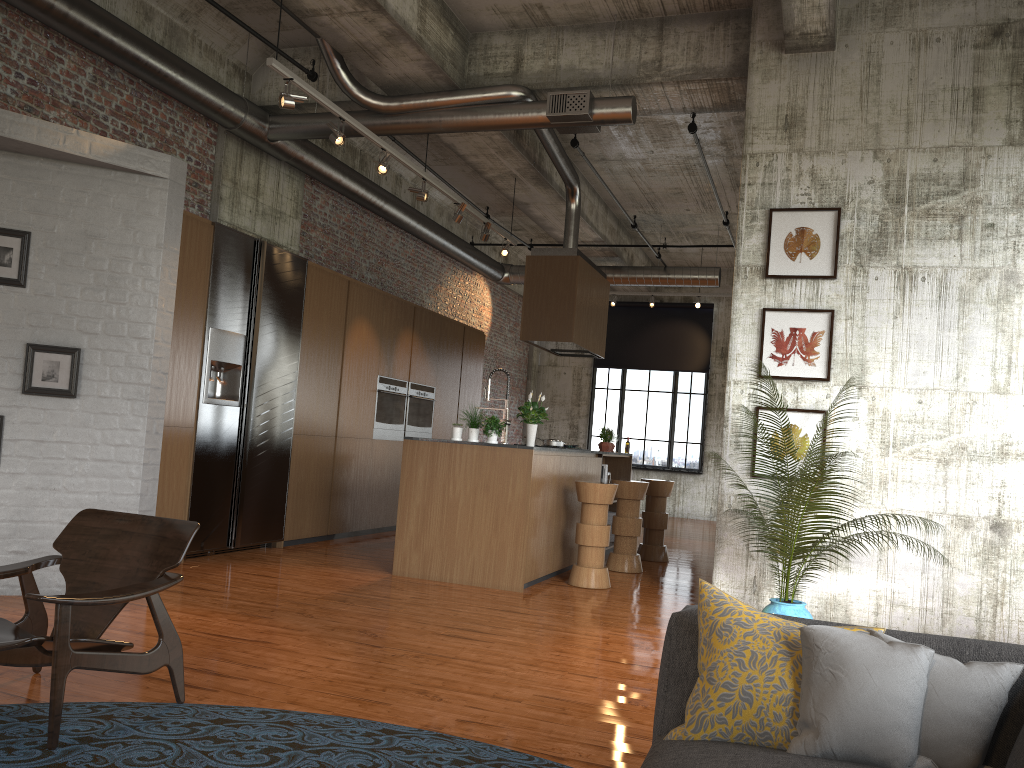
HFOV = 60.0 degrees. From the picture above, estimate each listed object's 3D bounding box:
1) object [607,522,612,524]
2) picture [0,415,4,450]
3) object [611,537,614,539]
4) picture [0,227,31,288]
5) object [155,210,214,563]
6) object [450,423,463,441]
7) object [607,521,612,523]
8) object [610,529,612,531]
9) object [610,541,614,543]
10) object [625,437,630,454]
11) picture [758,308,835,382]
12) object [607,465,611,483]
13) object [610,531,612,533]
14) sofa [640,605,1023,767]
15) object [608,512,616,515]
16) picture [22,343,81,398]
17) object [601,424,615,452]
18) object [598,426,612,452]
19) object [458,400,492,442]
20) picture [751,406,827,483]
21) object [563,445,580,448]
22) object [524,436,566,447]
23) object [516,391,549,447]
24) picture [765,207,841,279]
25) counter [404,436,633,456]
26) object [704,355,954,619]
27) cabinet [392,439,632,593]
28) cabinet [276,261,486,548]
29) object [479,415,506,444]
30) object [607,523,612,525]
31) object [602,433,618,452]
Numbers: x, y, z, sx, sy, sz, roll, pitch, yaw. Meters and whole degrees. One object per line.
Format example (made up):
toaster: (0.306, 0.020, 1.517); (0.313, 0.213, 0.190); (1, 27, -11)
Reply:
object: (1.236, 1.798, 11.492); (0.314, 0.032, 0.314); (5, -4, -12)
picture: (-3.543, 0.363, 5.824); (0.330, 0.340, 0.015); (6, -2, -21)
object: (1.222, 1.985, 11.485); (0.314, 0.029, 0.314); (6, -4, -17)
picture: (-3.376, -0.847, 5.899); (0.278, 0.380, 0.015); (6, -2, -22)
object: (-3.320, 0.004, 7.540); (0.859, 3.041, 0.912); (4, -2, 19)
object: (-0.501, 0.437, 8.064); (0.107, 0.158, 0.107); (6, -3, -36)
object: (1.237, 1.785, 11.492); (0.314, 0.032, 0.314); (6, -4, -18)
object: (1.230, 1.883, 11.489); (0.315, 0.033, 0.314); (7, -5, -35)
object: (1.218, 2.031, 11.484); (0.314, 0.032, 0.314); (6, -4, -18)
object: (1.469, 0.779, 11.257); (0.056, 0.208, 0.056); (4, -2, 19)
picture: (2.309, -0.322, 7.207); (0.555, 0.579, 0.036); (4, -2, 19)
object: (1.151, 1.223, 11.024); (0.137, 0.431, 0.137); (3, -2, 31)
object: (1.228, 1.906, 11.488); (0.314, 0.032, 0.314); (6, -4, -18)
sofa: (0.618, 0.989, 1.257); (1.361, 0.860, 3.010); (3, -4, 21)
object: (1.246, 1.676, 11.496); (0.314, 0.032, 0.314); (5, -4, -12)
picture: (-3.106, -0.089, 5.981); (0.330, 0.340, 0.015); (6, -2, -21)
object: (1.215, 0.674, 11.199); (0.186, 0.367, 0.196); (6, -3, -31)
object: (1.140, 0.681, 10.966); (0.178, 0.311, 0.173); (3, -3, 25)
object: (-0.351, 0.332, 7.995); (0.362, 0.381, 0.305); (7, -3, -37)
picture: (2.246, 0.488, 7.179); (0.555, 0.579, 0.036); (4, -2, 19)
object: (0.777, 0.833, 11.842); (0.392, 0.067, 0.185); (6, -4, -24)
object: (0.370, 0.741, 11.458); (0.730, 0.120, 0.331); (7, -4, -35)
object: (0.180, 0.305, 7.843); (0.304, 0.501, 0.268); (6, -3, -28)
picture: (2.374, -1.148, 7.235); (0.555, 0.579, 0.036); (4, -2, 19)
counter: (0.302, 0.789, 9.925); (1.244, 0.174, 4.372); (3, -4, 19)
object: (2.167, 0.849, 6.372); (1.887, 2.061, 1.516); (2, -4, 42)
cabinet: (0.258, 1.347, 9.904); (1.244, 1.242, 4.370); (3, -4, 19)
cabinet: (-1.812, 0.415, 11.919); (0.859, 3.041, 5.353); (4, -3, 19)
object: (-0.173, 0.402, 7.905); (0.232, 0.257, 0.236); (6, -3, -32)
object: (1.235, 1.811, 11.491); (0.314, 0.033, 0.314); (6, -4, -18)
object: (1.269, 0.736, 11.430); (0.221, 0.283, 0.211); (3, -3, 27)
